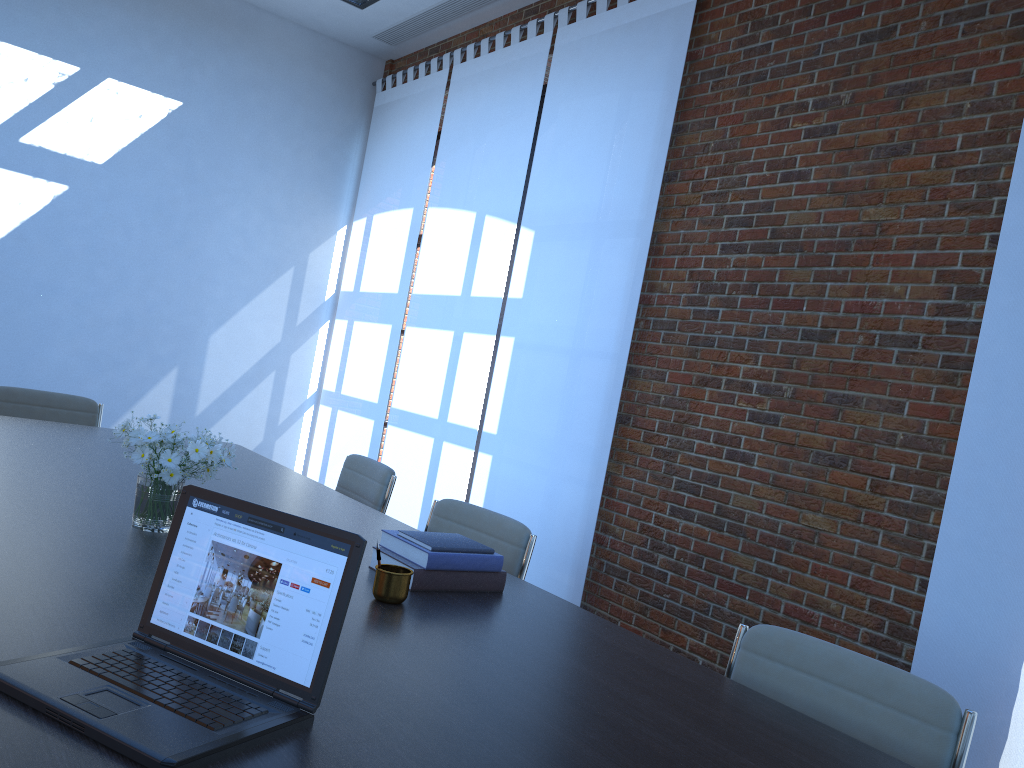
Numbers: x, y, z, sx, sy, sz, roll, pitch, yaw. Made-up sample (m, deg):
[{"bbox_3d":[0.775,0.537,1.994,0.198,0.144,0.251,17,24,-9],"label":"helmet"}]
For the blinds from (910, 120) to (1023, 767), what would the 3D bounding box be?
[{"bbox_3d":[2.093,-0.154,2.708,0.040,3.761,1.309,9,2,-36],"label":"blinds"}]

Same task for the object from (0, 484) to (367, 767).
[{"bbox_3d":[-0.487,0.324,1.297,0.389,0.283,0.323,11,0,27],"label":"object"}]

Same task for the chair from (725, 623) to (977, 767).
[{"bbox_3d":[0.432,1.000,1.768,0.709,0.924,0.558,10,1,-41],"label":"chair"}]

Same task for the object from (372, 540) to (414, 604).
[{"bbox_3d":[-0.278,0.442,2.087,0.091,0.142,0.091,11,1,32],"label":"object"}]

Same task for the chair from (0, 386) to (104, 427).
[{"bbox_3d":[-2.223,0.520,4.157,0.562,0.924,0.703,10,1,-36],"label":"chair"}]

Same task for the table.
[{"bbox_3d":[-0.953,0.801,2.357,1.815,0.810,4.486,11,0,-36],"label":"table"}]

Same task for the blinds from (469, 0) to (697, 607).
[{"bbox_3d":[0.316,-0.466,5.191,0.040,3.761,1.214,9,2,-36],"label":"blinds"}]

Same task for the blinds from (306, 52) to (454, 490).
[{"bbox_3d":[-1.151,-0.725,7.241,0.040,3.761,1.214,9,2,-36],"label":"blinds"}]

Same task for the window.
[{"bbox_3d":[1.691,-0.106,4.183,0.161,3.611,9.584,9,1,-36],"label":"window"}]

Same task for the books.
[{"bbox_3d":[-0.198,0.473,2.403,0.295,0.115,0.254,11,0,-37],"label":"books"}]

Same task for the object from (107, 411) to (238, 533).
[{"bbox_3d":[-0.926,0.237,2.388,0.330,0.310,0.335,10,1,-25],"label":"object"}]

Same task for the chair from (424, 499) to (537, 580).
[{"bbox_3d":[-0.405,0.852,2.936,0.709,0.924,0.558,10,1,-42],"label":"chair"}]

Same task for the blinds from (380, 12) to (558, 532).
[{"bbox_3d":[-0.414,-0.595,6.212,0.040,3.761,1.214,9,2,-36],"label":"blinds"}]

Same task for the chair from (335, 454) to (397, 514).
[{"bbox_3d":[-0.984,0.752,3.916,0.708,0.924,0.558,10,1,-32],"label":"chair"}]
